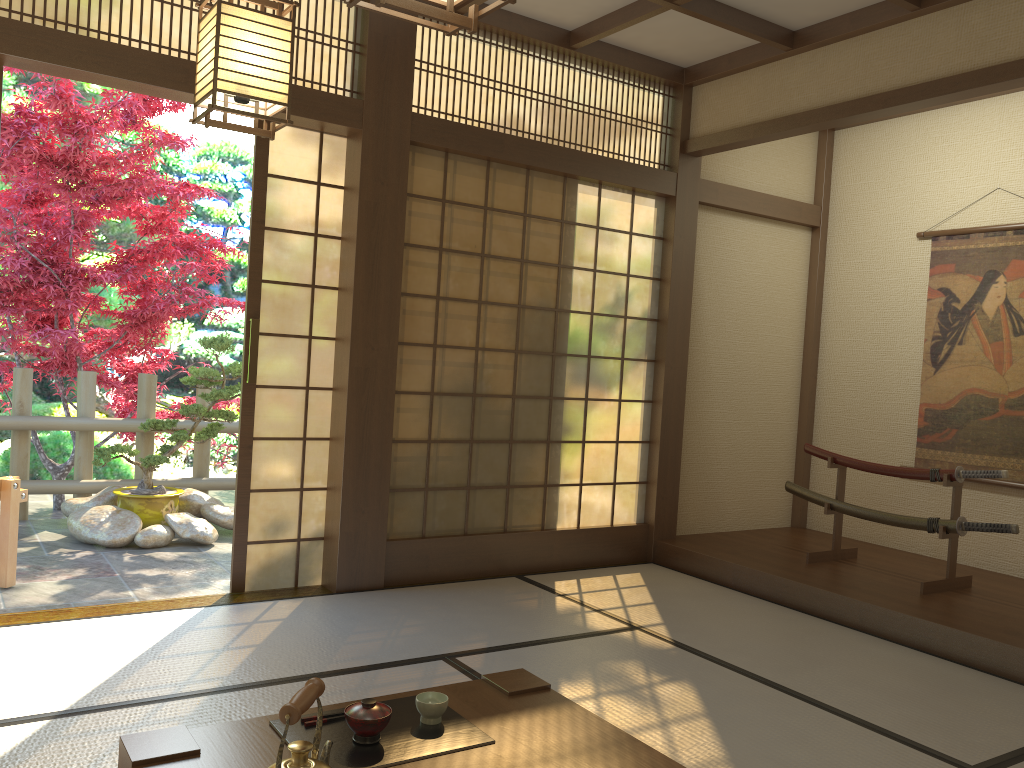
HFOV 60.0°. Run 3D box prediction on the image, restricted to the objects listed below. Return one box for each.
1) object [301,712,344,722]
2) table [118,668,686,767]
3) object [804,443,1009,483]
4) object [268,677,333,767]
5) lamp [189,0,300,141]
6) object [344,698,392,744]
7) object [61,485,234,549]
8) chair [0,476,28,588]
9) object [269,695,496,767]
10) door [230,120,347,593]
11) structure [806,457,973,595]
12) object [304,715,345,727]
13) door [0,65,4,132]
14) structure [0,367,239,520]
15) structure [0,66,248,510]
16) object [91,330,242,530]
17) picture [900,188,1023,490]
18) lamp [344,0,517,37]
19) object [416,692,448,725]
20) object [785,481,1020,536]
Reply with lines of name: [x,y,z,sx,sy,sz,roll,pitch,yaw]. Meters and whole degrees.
object: [-0.379,0.741,2.000,0.200,0.008,0.008,3,2,-33]
table: [-0.124,0.942,1.680,1.000,0.350,1.000,3,2,-34]
object: [2.067,0.441,4.764,0.086,0.121,1.186,3,2,-32]
object: [-0.329,0.623,1.386,0.219,0.296,0.226,2,2,-39]
lamp: [-0.759,-1.294,2.577,0.240,1.129,0.240,3,2,-34]
object: [-0.305,0.710,1.877,0.100,0.080,0.100,3,2,-34]
object: [-2.276,0.855,5.896,1.260,0.276,1.147,2,2,-38]
chair: [-2.856,0.684,4.200,0.698,0.598,0.704,4,2,13]
object: [-0.284,0.757,1.928,0.400,0.007,0.300,3,2,-34]
door: [-0.464,-0.079,4.677,1.894,2.380,0.073,3,2,-34]
structure: [2.061,0.741,4.833,0.446,0.604,0.712,3,2,-34]
object: [-0.370,0.742,1.985,0.200,0.008,0.008,2,2,-37]
door: [-2.898,-0.190,3.064,1.894,2.380,0.073,3,2,-34]
structure: [-2.602,0.478,6.432,7.456,1.136,0.245,3,2,-33]
structure: [-3.632,-0.986,6.650,3.412,4.004,3.045,4,1,-1]
object: [-2.202,0.305,5.923,1.032,1.362,0.586,3,1,-7]
picture: [2.766,-0.283,5.177,0.038,1.725,0.952,3,2,-34]
lamp: [-0.119,-1.229,1.606,0.240,1.129,0.240,3,2,-34]
object: [-0.181,0.732,1.997,0.074,0.052,0.073,4,2,10]
object: [2.039,0.691,4.791,0.100,0.144,1.369,3,2,-32]
